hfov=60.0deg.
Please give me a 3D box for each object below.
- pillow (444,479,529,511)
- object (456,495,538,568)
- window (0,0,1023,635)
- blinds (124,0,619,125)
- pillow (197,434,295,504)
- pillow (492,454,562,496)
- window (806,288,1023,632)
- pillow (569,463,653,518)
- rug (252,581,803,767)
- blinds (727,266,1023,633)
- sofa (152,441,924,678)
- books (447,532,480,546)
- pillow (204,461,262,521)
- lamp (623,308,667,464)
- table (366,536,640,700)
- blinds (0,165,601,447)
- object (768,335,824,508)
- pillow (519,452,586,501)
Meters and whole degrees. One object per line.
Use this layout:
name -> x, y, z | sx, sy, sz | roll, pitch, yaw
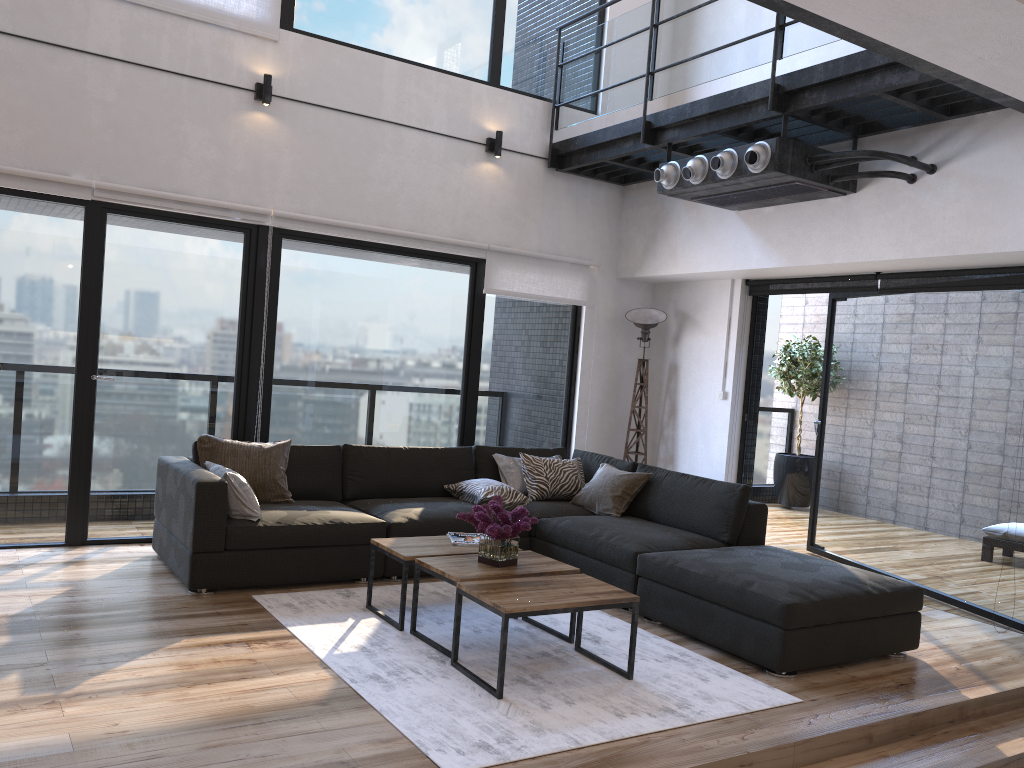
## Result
pillow -> -0.173, 0.715, 5.768 | 0.356, 0.178, 0.530 | 3, 2, -34
object -> -0.050, 0.658, 4.085 | 0.342, 0.343, 0.374 | 3, 2, -31
window -> -0.776, -1.465, 4.154 | 13.403, 5.570, 5.658 | 4, 2, -32
blinds -> -2.928, -2.994, 3.528 | 1.994, 2.977, 10.206 | 6, 2, 36
pillow -> -1.549, 0.498, 5.134 | 0.609, 0.382, 0.265 | 4, 2, -32
pillow -> 0.158, 0.648, 6.187 | 0.612, 0.294, 0.234 | 4, 2, -32
window -> 2.748, 0.353, 5.853 | 0.100, 2.051, 2.447 | 4, 2, -16
pillow -> 0.636, 0.699, 5.827 | 0.273, 0.309, 0.546 | 3, 2, -33
rug -> -0.069, 1.180, 4.048 | 1.637, 0.003, 2.111 | 4, 1, -32
blinds -> 3.341, 0.392, 5.417 | 3.860, 2.053, 1.828 | 5, 2, 12
sofa -> -0.033, 0.819, 4.791 | 3.045, 0.701, 2.996 | 4, 1, -32
books -> -0.212, 0.801, 4.569 | 0.229, 0.013, 0.295 | 4, 1, -12
pillow -> -1.502, 0.574, 4.771 | 0.212, 0.266, 0.498 | 3, 2, -32
lamp -> 0.734, 0.279, 6.781 | 0.424, 1.828, 1.469 | 6, 2, 43
table -> -0.081, 1.003, 4.070 | 0.697, 0.350, 1.297 | 4, 1, -32
blinds -> -1.585, -0.099, 5.717 | 5.371, 2.045, 0.095 | 4, 2, -32
object -> 3.151, 0.385, 9.607 | 0.812, 1.863, 0.800 | 5, 2, 11
pillow -> 0.297, 0.638, 6.089 | 0.532, 0.314, 0.250 | 4, 2, -29
